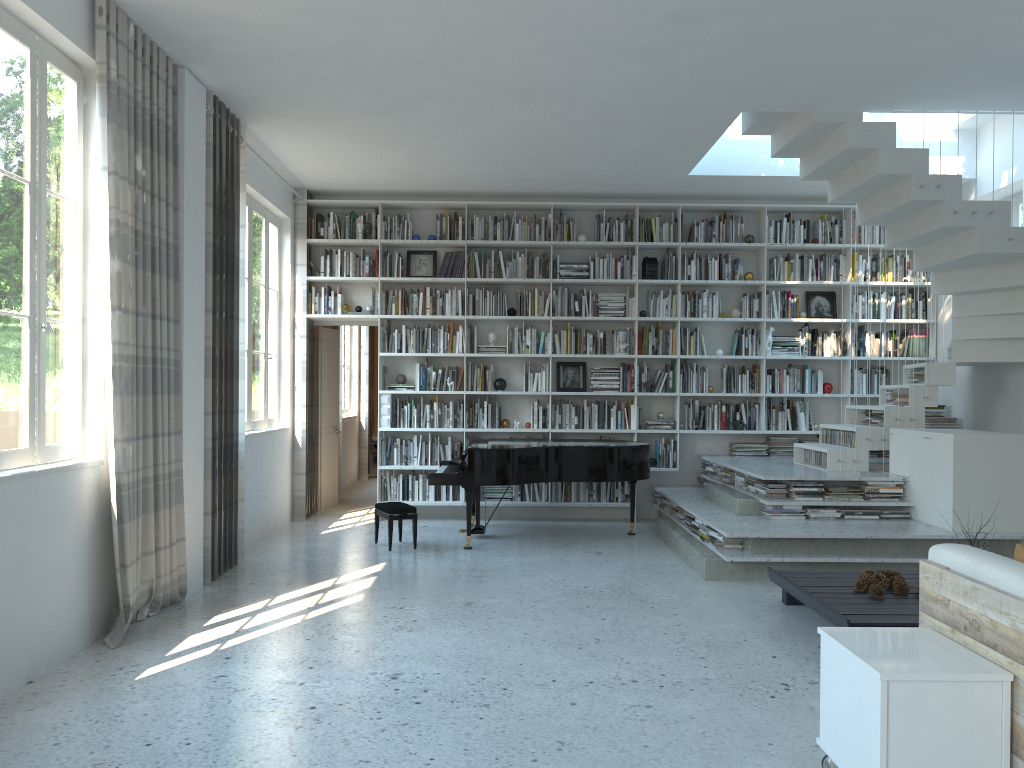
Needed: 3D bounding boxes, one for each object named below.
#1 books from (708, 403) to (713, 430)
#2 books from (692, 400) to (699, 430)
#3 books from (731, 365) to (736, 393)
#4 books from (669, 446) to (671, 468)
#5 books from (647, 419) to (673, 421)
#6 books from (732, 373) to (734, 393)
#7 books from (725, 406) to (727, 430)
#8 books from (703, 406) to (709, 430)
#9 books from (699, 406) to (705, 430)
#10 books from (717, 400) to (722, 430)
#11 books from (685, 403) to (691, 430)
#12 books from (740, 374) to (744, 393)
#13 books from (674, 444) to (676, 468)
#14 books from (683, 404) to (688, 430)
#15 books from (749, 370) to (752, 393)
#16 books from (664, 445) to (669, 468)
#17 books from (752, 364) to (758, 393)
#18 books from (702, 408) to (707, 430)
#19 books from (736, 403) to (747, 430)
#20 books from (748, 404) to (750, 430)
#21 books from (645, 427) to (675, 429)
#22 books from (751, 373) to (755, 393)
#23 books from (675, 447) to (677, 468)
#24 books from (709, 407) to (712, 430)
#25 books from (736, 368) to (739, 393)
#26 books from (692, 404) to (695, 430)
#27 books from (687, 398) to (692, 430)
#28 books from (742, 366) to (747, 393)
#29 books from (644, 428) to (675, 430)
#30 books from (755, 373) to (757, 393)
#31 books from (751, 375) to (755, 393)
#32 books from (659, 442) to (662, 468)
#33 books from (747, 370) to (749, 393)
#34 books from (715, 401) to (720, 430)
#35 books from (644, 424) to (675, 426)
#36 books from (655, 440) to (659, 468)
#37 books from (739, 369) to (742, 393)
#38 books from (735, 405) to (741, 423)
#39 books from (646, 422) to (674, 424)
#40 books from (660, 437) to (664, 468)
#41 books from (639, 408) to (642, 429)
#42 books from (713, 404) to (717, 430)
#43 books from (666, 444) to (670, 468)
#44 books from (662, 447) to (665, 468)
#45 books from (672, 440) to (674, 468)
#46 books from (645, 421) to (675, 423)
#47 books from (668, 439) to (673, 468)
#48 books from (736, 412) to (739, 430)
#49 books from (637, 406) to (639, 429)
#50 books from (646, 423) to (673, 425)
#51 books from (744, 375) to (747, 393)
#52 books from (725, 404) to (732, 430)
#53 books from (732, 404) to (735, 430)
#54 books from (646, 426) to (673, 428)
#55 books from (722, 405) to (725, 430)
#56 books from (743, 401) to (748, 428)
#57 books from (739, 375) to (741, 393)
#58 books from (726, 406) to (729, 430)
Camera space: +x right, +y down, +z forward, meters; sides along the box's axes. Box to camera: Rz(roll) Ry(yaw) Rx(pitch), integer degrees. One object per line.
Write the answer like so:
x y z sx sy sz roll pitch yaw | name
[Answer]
1.988 0.324 8.883 0.014 0.268 0.171 0 0 -1 | books
1.827 0.309 8.862 0.030 0.294 0.188 0 0 -1 | books
2.223 -0.050 8.891 0.007 0.285 0.159 0 0 -1 | books
1.553 0.721 8.772 0.011 0.212 0.178 0 0 -1 | books
1.467 0.362 8.817 0.254 0.012 0.161 0 0 8 | books
2.198 -0.011 8.905 0.031 0.208 0.122 0 0 -1 | books
2.125 0.340 8.888 0.025 0.238 0.156 0 0 -1 | books
1.943 0.340 8.890 0.029 0.234 0.142 0 0 -1 | books
1.885 0.341 8.878 0.065 0.231 0.162 0 0 -1 | books
2.076 0.312 8.870 0.012 0.293 0.175 0 0 -1 | books
1.753 0.325 8.861 0.023 0.262 0.186 0 0 -1 | books
2.295 -0.004 8.876 0.015 0.195 0.175 0 0 -1 | books
1.601 0.711 8.787 0.013 0.233 0.149 0 0 -1 | books
1.735 0.329 8.880 0.012 0.254 0.161 0 0 -1 | books
2.371 -0.022 8.888 0.021 0.232 0.155 0 0 -1 | books
1.523 0.714 8.772 0.026 0.225 0.175 0 0 -1 | books
2.430 -0.053 8.873 0.007 0.295 0.162 0 0 -1 | books
1.923 0.349 8.879 0.011 0.217 0.175 0 0 -1 | books
2.301 0.327 8.878 0.070 0.266 0.186 0 0 -1 | books
2.359 0.328 8.889 0.021 0.265 0.150 0 0 -1 | books
1.467 0.435 8.827 0.285 0.012 0.159 0 0 4 | books
2.405 -0.008 8.890 0.016 0.205 0.141 0 0 -1 | books
1.613 0.724 8.800 0.012 0.206 0.160 0 0 -1 | books
1.969 0.344 8.886 0.024 0.228 0.159 0 0 -1 | books
2.236 -0.033 8.866 0.018 0.251 0.184 0 0 -1 | books
1.801 0.328 8.863 0.023 0.256 0.178 0 0 -1 | books
1.770 0.298 8.862 0.010 0.316 0.186 0 0 -1 | books
2.324 -0.043 8.875 0.006 0.274 0.173 0 0 -1 | books
1.466 0.447 8.822 0.285 0.012 0.159 0 0 2 | books
2.420 -0.007 8.880 0.013 0.204 0.158 0 0 -1 | books
2.389 0.004 8.862 0.016 0.180 0.189 0 0 -1 | books
1.457 0.703 8.779 0.014 0.246 0.176 0 0 -1 | books
2.336 -0.021 8.875 0.018 0.229 0.181 0 0 -1 | books
2.064 0.316 8.892 0.012 0.285 0.159 0 0 -1 | books
1.467 0.411 8.822 0.285 0.012 0.159 0 0 2 | books
1.435 0.694 8.787 0.005 0.264 0.162 0 0 -1 | books
2.272 -0.029 8.895 0.030 0.244 0.135 0 0 -1 | books
2.262 0.335 8.884 0.012 0.249 0.164 0 0 -1 | books
1.466 0.386 8.815 0.254 0.012 0.161 0 0 -1 | books
1.480 0.676 8.798 0.032 0.300 0.149 0 0 -1 | books
1.273 0.347 8.886 0.030 0.210 0.136 0 0 -1 | books
2.020 0.332 8.873 0.025 0.252 0.181 0 0 -1 | books
1.541 0.714 8.789 0.012 0.225 0.149 0 0 -1 | books
1.503 0.725 8.797 0.013 0.202 0.139 0 0 -1 | books
1.587 0.692 8.801 0.015 0.271 0.157 0 0 -1 | books
1.467 0.374 8.824 0.285 0.012 0.159 0 0 3 | books
1.569 0.684 8.779 0.021 0.285 0.172 0 0 -1 | books
2.244 0.369 8.881 0.025 0.181 0.169 0 0 -1 | books
1.244 0.337 8.883 0.027 0.229 0.141 0 0 -1 | books
1.467 0.399 8.826 0.254 0.012 0.161 0 0 4 | books
2.311 0.002 8.872 0.019 0.183 0.190 0 0 -1 | books
2.171 0.328 8.878 0.026 0.262 0.173 0 0 -1 | books
2.197 0.328 8.885 0.026 0.263 0.169 0 0 -1 | books
1.467 0.423 8.824 0.254 0.012 0.161 0 0 5 | books
2.097 0.337 8.873 0.031 0.244 0.184 0 0 -1 | books
2.342 0.314 8.888 0.013 0.294 0.134 0 0 -1 | books
2.254 0.002 8.865 0.018 0.182 0.182 0 0 -1 | books
2.147 0.338 8.895 0.021 0.242 0.131 0 0 -1 | books
